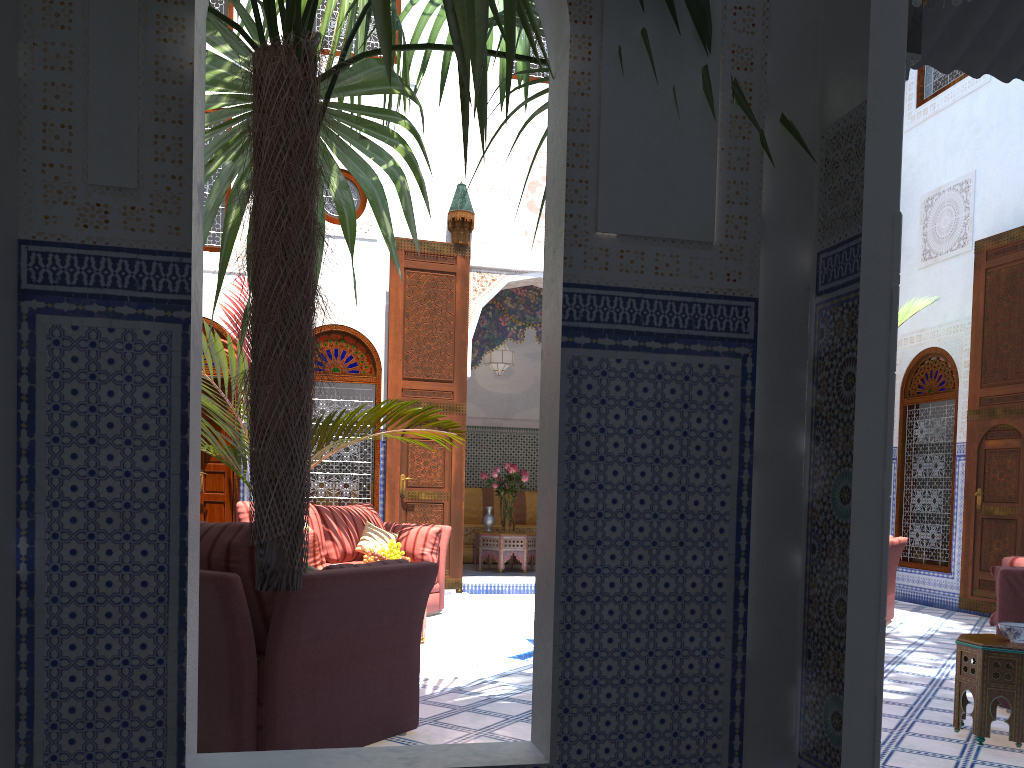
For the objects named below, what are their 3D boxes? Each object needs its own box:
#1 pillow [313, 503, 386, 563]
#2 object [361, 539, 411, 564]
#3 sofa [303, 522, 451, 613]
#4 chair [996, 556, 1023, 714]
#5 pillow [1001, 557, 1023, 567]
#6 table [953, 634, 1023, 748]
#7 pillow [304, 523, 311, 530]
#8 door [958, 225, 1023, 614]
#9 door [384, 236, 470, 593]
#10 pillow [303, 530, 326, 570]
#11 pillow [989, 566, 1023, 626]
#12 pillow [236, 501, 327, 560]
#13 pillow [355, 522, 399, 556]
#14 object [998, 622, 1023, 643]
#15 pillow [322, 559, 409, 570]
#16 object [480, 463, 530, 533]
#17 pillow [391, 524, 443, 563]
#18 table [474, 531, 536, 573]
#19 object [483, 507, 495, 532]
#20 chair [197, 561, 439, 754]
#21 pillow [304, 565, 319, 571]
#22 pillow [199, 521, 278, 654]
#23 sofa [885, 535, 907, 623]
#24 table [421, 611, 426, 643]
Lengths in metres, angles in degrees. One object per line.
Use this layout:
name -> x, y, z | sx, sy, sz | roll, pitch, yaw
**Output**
pillow -> -1.012, 0.928, 5.456 | 0.319, 0.375, 0.563 | 0, -4, 33
object -> -0.657, 0.932, 4.575 | 0.307, 0.240, 0.217 | 4, -3, -32
sofa -> -1.040, 1.097, 5.132 | 0.731, 0.542, 1.369 | -1, -6, 32
chair -> 2.255, 0.958, 3.312 | 0.725, 0.543, 0.816 | -1, -5, 32
pillow -> 2.216, 0.847, 3.600 | 0.379, 0.254, 0.188 | -1, -3, 34
table -> 1.616, 1.004, 2.877 | 0.289, 0.325, 0.289 | 2, -2, -12
pillow -> -1.120, 0.874, 4.810 | 0.133, 0.274, 0.304 | 1, -3, -11
door -> 3.188, 0.272, 5.664 | 0.124, 2.527, 0.580 | 1, 2, -17
door -> -0.606, 0.250, 6.269 | 0.583, 2.527, 0.123 | 1, 2, -17
pillow -> -1.144, 0.884, 4.604 | 0.379, 0.254, 0.188 | -1, -3, 34
pillow -> 1.978, 0.790, 3.215 | 0.396, 0.244, 0.188 | -2, -3, 33
pillow -> -1.310, 0.864, 4.979 | 0.290, 0.392, 0.584 | 1, -4, 32
pillow -> -0.824, 0.961, 5.350 | 0.266, 0.237, 0.146 | 2, -1, -11
object -> 1.648, 0.811, 2.850 | 0.118, 0.057, 0.119 | 1, -5, 0
pillow -> -0.462, 0.665, 2.669 | 0.187, 0.253, 0.381 | 1, -4, 34
object -> -0.051, 0.972, 7.506 | 0.447, 0.599, 0.335 | 1, 0, 14
pillow -> -0.612, 0.998, 5.449 | 0.396, 0.244, 0.188 | -2, -3, 33
table -> -0.044, 1.446, 7.560 | 0.538, 0.324, 0.540 | 2, -5, -12
object -> -0.197, 1.156, 7.494 | 0.106, 0.214, 0.106 | 1, 0, -7
chair -> -0.759, 0.798, 2.631 | 0.811, 0.543, 0.730 | -1, -5, 32
pillow -> -0.665, 0.630, 2.681 | 0.262, 0.234, 0.166 | 4, -2, -35
pillow -> -0.836, 0.569, 2.501 | 0.581, 0.380, 0.302 | -1, -3, 33
sofa -> 1.801, 1.240, 5.712 | 1.360, 0.542, 0.735 | -2, -5, 32
table -> -0.709, 1.136, 4.440 | 0.538, 0.324, 0.540 | 2, -5, -12
